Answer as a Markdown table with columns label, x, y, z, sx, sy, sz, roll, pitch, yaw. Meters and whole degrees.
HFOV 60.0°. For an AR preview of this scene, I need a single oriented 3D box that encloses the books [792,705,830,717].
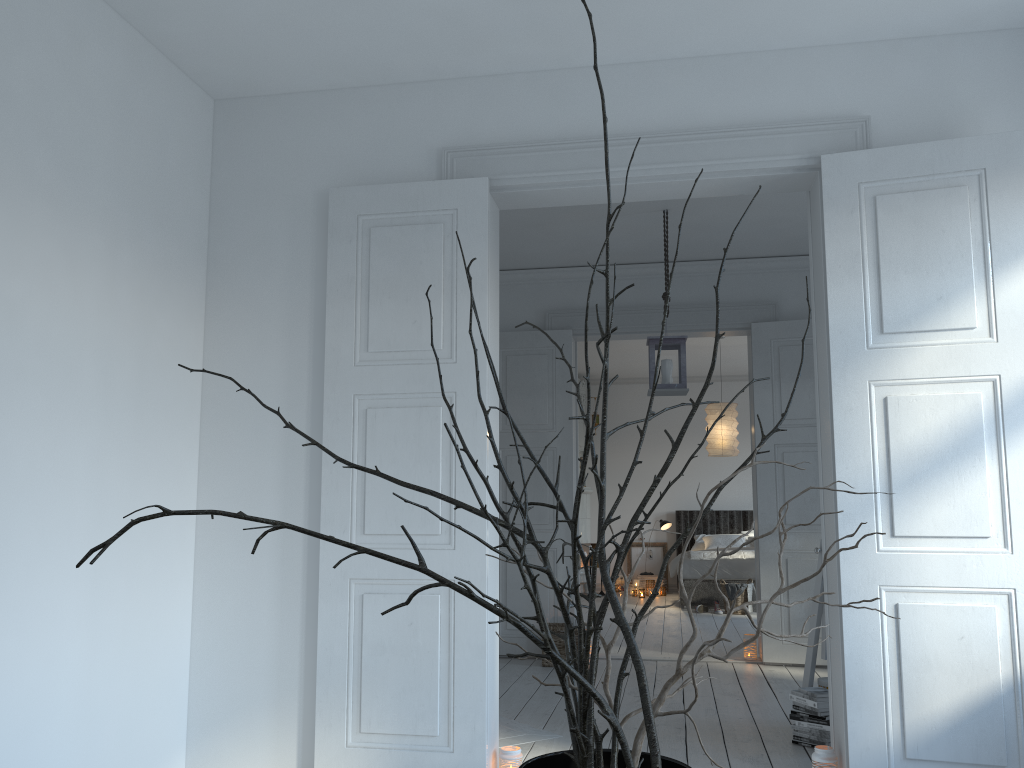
| label | x | y | z | sx | sy | sz | roll | pitch | yaw |
| --- | --- | --- | --- | --- | --- | --- | --- | --- | --- |
| books | 1.356 | 1.444 | 3.937 | 0.128 | 0.016 | 0.177 | 3 | -9 | -23 |

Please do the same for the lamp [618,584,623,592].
| label | x | y | z | sx | sy | sz | roll | pitch | yaw |
| --- | --- | --- | --- | --- | --- | --- | --- | --- | --- |
| lamp | 1.417 | 2.652 | 11.540 | 0.081 | 0.098 | 0.081 | 3 | -8 | -18 |

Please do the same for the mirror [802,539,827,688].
| label | x | y | z | sx | sy | sz | roll | pitch | yaw |
| --- | --- | --- | --- | --- | --- | --- | --- | --- | --- |
| mirror | 1.658 | 0.874 | 4.144 | 0.611 | 1.485 | 0.418 | 3 | -8 | -25 |

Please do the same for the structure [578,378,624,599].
| label | x | y | z | sx | sy | sz | roll | pitch | yaw |
| --- | --- | --- | --- | --- | --- | --- | --- | --- | --- |
| structure | 0.807 | 1.339 | 11.419 | 0.801 | 2.829 | 1.250 | 5 | -9 | -34 |

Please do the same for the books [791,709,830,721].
| label | x | y | z | sx | sy | sz | roll | pitch | yaw |
| --- | --- | --- | --- | --- | --- | --- | --- | --- | --- |
| books | 1.351 | 1.461 | 3.933 | 0.128 | 0.016 | 0.179 | 6 | -10 | -36 |

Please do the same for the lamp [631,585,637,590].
| label | x | y | z | sx | sy | sz | roll | pitch | yaw |
| --- | --- | --- | --- | --- | --- | --- | --- | --- | --- |
| lamp | 1.570 | 2.628 | 11.376 | 0.081 | 0.098 | 0.081 | 3 | -8 | -18 |

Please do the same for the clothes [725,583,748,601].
| label | x | y | z | sx | sy | sz | roll | pitch | yaw |
| --- | --- | --- | --- | --- | --- | --- | --- | --- | --- |
| clothes | 2.282 | 2.153 | 8.995 | 0.246 | 0.269 | 0.298 | -2 | -8 | 11 |

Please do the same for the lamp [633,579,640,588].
| label | x | y | z | sx | sy | sz | roll | pitch | yaw |
| --- | --- | --- | --- | --- | --- | --- | --- | --- | --- |
| lamp | 1.537 | 2.468 | 10.957 | 0.081 | 0.098 | 0.081 | 6 | -9 | -36 |

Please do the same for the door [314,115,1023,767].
| label | x | y | z | sx | sy | sz | roll | pitch | yaw |
| --- | --- | --- | --- | --- | --- | --- | --- | --- | --- |
| door | 0.562 | 0.272 | 3.470 | 2.599 | 2.499 | 0.579 | -1 | -7 | 10 |

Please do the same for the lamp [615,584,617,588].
| label | x | y | z | sx | sy | sz | roll | pitch | yaw |
| --- | --- | --- | --- | --- | --- | --- | --- | --- | --- |
| lamp | 1.334 | 2.658 | 11.576 | 0.081 | 0.098 | 0.081 | 3 | -8 | -18 |

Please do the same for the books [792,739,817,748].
| label | x | y | z | sx | sy | sz | roll | pitch | yaw |
| --- | --- | --- | --- | --- | --- | --- | --- | --- | --- |
| books | 1.352 | 1.586 | 3.918 | 0.128 | 0.016 | 0.179 | 7 | -11 | -41 |

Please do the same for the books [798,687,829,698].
| label | x | y | z | sx | sy | sz | roll | pitch | yaw |
| --- | --- | --- | --- | --- | --- | --- | --- | --- | --- |
| books | 1.361 | 1.369 | 3.938 | 0.111 | 0.014 | 0.157 | 1 | -8 | -10 |

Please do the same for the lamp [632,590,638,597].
| label | x | y | z | sx | sy | sz | roll | pitch | yaw |
| --- | --- | --- | --- | --- | --- | --- | --- | --- | --- |
| lamp | 1.503 | 2.562 | 10.847 | 0.070 | 0.078 | 0.067 | 6 | -10 | -38 |

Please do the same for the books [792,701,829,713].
| label | x | y | z | sx | sy | sz | roll | pitch | yaw |
| --- | --- | --- | --- | --- | --- | --- | --- | --- | --- |
| books | 1.357 | 1.428 | 3.941 | 0.128 | 0.016 | 0.181 | 3 | -9 | -19 |

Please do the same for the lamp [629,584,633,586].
| label | x | y | z | sx | sy | sz | roll | pitch | yaw |
| --- | --- | --- | --- | --- | --- | --- | --- | --- | --- |
| lamp | 1.564 | 2.647 | 11.507 | 0.081 | 0.098 | 0.081 | 5 | -9 | -33 |

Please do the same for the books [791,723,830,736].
| label | x | y | z | sx | sy | sz | roll | pitch | yaw |
| --- | --- | --- | --- | --- | --- | --- | --- | --- | --- |
| books | 1.356 | 1.525 | 3.930 | 0.132 | 0.017 | 0.187 | 7 | -11 | -42 |

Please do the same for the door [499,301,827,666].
| label | x | y | z | sx | sy | sz | roll | pitch | yaw |
| --- | --- | --- | --- | --- | --- | --- | --- | --- | --- |
| door | 1.096 | 0.699 | 6.414 | 2.599 | 2.499 | 0.579 | -1 | -7 | 10 |

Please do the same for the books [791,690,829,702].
| label | x | y | z | sx | sy | sz | roll | pitch | yaw |
| --- | --- | --- | --- | --- | --- | --- | --- | --- | --- |
| books | 1.355 | 1.387 | 3.950 | 0.132 | 0.017 | 0.187 | 2 | -9 | -17 |

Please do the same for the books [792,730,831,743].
| label | x | y | z | sx | sy | sz | roll | pitch | yaw |
| --- | --- | --- | --- | --- | --- | --- | --- | --- | --- |
| books | 1.357 | 1.553 | 3.925 | 0.128 | 0.016 | 0.181 | 6 | -10 | -34 |

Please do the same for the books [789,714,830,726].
| label | x | y | z | sx | sy | sz | roll | pitch | yaw |
| --- | --- | --- | --- | --- | --- | --- | --- | --- | --- |
| books | 1.352 | 1.483 | 3.939 | 0.193 | 0.022 | 0.128 | -8 | -11 | 42 |

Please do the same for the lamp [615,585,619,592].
| label | x | y | z | sx | sy | sz | roll | pitch | yaw |
| --- | --- | --- | --- | --- | --- | --- | --- | --- | --- |
| lamp | 1.346 | 2.645 | 11.462 | 0.063 | 0.091 | 0.073 | -7 | -10 | 42 |

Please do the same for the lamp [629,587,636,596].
| label | x | y | z | sx | sy | sz | roll | pitch | yaw |
| --- | --- | --- | --- | --- | --- | --- | --- | --- | --- |
| lamp | 1.491 | 2.567 | 10.954 | 0.081 | 0.098 | 0.081 | -7 | -11 | 44 |

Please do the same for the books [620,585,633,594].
| label | x | y | z | sx | sy | sz | roll | pitch | yaw |
| --- | --- | --- | --- | --- | --- | --- | --- | --- | --- |
| books | 1.462 | 2.609 | 11.232 | 0.175 | 0.095 | 0.263 | -1 | -8 | 5 |

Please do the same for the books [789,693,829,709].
| label | x | y | z | sx | sy | sz | roll | pitch | yaw |
| --- | --- | --- | --- | --- | --- | --- | --- | --- | --- |
| books | 1.350 | 1.408 | 3.951 | 0.128 | 0.026 | 0.200 | 3 | -9 | -18 |

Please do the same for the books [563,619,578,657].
| label | x | y | z | sx | sy | sz | roll | pitch | yaw |
| --- | --- | --- | --- | --- | --- | --- | --- | --- | --- |
| books | 0.362 | 1.736 | 6.017 | 0.201 | 0.299 | 0.180 | -1 | -8 | 10 |

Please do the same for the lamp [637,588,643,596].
| label | x | y | z | sx | sy | sz | roll | pitch | yaw |
| --- | --- | --- | --- | --- | --- | --- | --- | --- | --- |
| lamp | 1.579 | 2.564 | 10.933 | 0.081 | 0.098 | 0.081 | -7 | -11 | 44 |

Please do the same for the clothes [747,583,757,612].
| label | x | y | z | sx | sy | sz | roll | pitch | yaw |
| --- | --- | --- | --- | --- | --- | --- | --- | --- | --- |
| clothes | 2.318 | 2.171 | 9.024 | 0.235 | 0.288 | 0.283 | 6 | -10 | -40 |

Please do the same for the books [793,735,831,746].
| label | x | y | z | sx | sy | sz | roll | pitch | yaw |
| --- | --- | --- | --- | --- | --- | --- | --- | --- | --- |
| books | 1.356 | 1.569 | 3.921 | 0.128 | 0.016 | 0.177 | 7 | -11 | -38 |

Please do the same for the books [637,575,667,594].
| label | x | y | z | sx | sy | sz | roll | pitch | yaw |
| --- | --- | --- | --- | --- | --- | --- | --- | --- | --- |
| books | 1.791 | 2.551 | 11.309 | 0.346 | 0.232 | 0.245 | -3 | -8 | 18 |

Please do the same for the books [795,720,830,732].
| label | x | y | z | sx | sy | sz | roll | pitch | yaw |
| --- | --- | --- | --- | --- | --- | --- | --- | --- | --- |
| books | 1.364 | 1.504 | 3.927 | 0.167 | 0.022 | 0.128 | -8 | -11 | 44 |

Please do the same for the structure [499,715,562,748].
| label | x | y | z | sx | sy | sz | roll | pitch | yaw |
| --- | --- | --- | --- | --- | --- | --- | --- | --- | --- |
| structure | -0.505 | 0.302 | 4.218 | 1.249 | 2.821 | 0.802 | 5 | -9 | -34 |
